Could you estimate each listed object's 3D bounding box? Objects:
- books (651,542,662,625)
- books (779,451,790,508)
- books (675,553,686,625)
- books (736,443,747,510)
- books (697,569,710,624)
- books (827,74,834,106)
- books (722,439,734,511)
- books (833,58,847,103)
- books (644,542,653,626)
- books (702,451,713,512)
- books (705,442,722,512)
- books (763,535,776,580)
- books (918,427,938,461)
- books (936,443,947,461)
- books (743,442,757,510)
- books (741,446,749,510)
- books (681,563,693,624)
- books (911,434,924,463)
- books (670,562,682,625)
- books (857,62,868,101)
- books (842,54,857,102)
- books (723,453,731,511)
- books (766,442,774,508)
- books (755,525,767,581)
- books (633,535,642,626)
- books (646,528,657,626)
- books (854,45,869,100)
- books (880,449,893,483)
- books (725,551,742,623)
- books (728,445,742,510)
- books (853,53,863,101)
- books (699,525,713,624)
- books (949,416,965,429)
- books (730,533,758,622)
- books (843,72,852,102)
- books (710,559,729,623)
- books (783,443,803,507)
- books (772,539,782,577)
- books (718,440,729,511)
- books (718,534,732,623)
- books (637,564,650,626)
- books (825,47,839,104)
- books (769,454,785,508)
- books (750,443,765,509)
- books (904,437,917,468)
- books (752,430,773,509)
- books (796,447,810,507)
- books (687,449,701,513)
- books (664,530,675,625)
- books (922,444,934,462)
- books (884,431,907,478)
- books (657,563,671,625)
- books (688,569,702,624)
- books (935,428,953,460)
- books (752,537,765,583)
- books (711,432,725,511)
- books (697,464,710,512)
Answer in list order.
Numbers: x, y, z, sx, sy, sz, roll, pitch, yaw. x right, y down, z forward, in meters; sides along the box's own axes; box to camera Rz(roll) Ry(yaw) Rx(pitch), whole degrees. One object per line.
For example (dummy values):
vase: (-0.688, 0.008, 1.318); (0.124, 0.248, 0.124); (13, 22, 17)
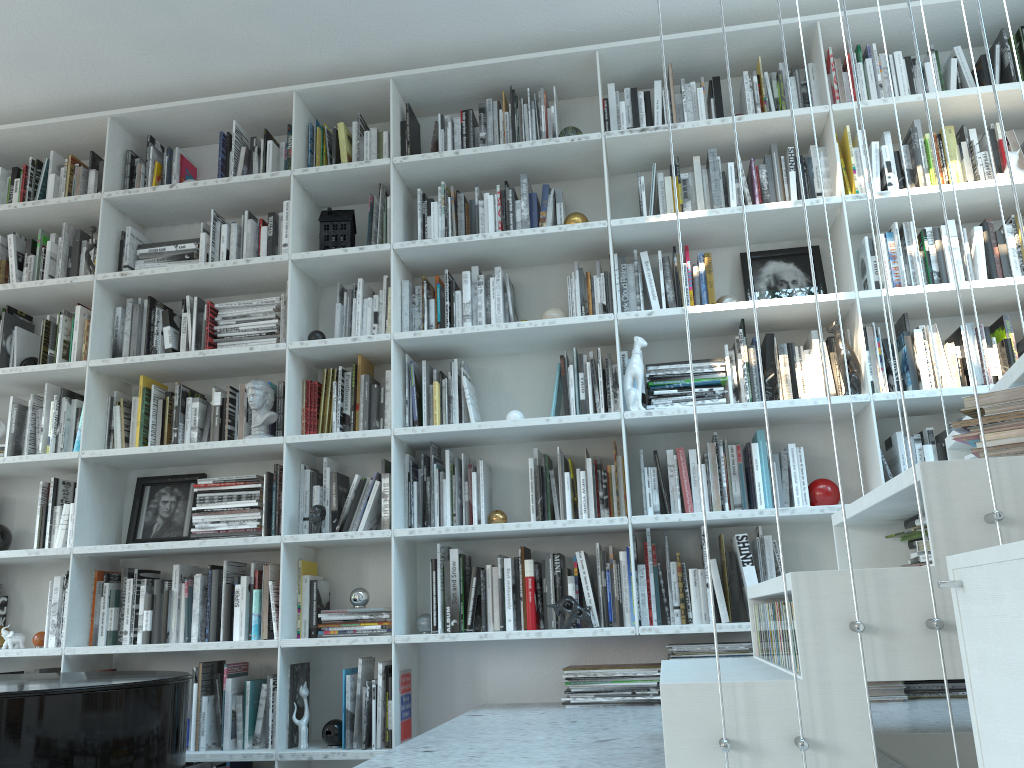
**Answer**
books: (0.517, 0.716, 3.177); (0.015, 0.286, 0.138); (-4, -15, 9)
books: (0.974, 0.359, 3.188); (0.037, 0.218, 0.140); (-4, -15, 9)
books: (0.598, 0.728, 3.148); (0.015, 0.243, 0.157); (-4, -15, 9)
books: (0.820, 0.350, 3.192); (0.014, 0.248, 0.177); (-4, -15, 9)
books: (0.674, 0.752, 3.135); (0.024, 0.184, 0.149); (-4, -15, 9)
books: (1.243, -1.087, 3.507); (0.027, 0.224, 0.135); (-4, -15, 9)
books: (0.784, 0.346, 3.216); (0.011, 0.271, 0.152); (-4, -15, 9)
books: (1.285, -1.118, 3.494); (0.022, 0.274, 0.160); (-4, -15, 9)
books: (0.491, 0.719, 3.183); (0.012, 0.285, 0.158); (-4, -15, 9)
books: (0.710, 0.372, 3.221); (0.012, 0.229, 0.179); (-4, -15, 9)
books: (0.726, 0.353, 3.199); (0.028, 0.254, 0.192); (-4, -15, 9)
books: (0.902, 0.682, 3.105); (0.025, 0.286, 0.160); (-4, -15, 9)
books: (1.472, 0.297, 3.122); (0.024, 0.266, 0.133); (-4, -15, 9)
books: (1.496, 0.322, 3.105); (0.025, 0.207, 0.149); (-4, -15, 9)
books: (0.862, 0.351, 3.211); (0.012, 0.253, 0.161); (-4, -15, 9)
books: (0.843, 0.360, 3.240); (0.017, 0.253, 0.079); (-4, -15, 9)
books: (0.620, 0.745, 3.152); (0.025, 0.209, 0.137); (-4, -15, 9)
books: (1.419, 0.310, 3.114); (0.022, 0.241, 0.151); (-4, -15, 9)
books: (0.582, 0.746, 3.157); (0.023, 0.213, 0.164); (-4, -15, 9)
books: (1.355, -1.105, 3.465); (0.022, 0.228, 0.175); (-4, -15, 9)
books: (1.326, -1.128, 3.486); (0.013, 0.285, 0.151); (-4, -15, 9)
books: (0.773, 0.372, 3.211); (0.011, 0.219, 0.150); (-4, -15, 9)
books: (0.920, 0.346, 3.197); (0.010, 0.251, 0.154); (-4, -15, 9)
books: (0.887, 0.670, 3.134); (0.012, 0.325, 0.136); (-4, -15, 9)
books: (0.449, 0.704, 3.169); (0.010, 0.311, 0.170); (-4, -15, 9)
books: (0.502, 0.692, 3.182); (0.014, 0.336, 0.132); (-4, -15, 9)
books: (1.374, -1.150, 3.496); (0.014, 0.330, 0.143); (-4, -15, 9)
books: (1.307, 0.305, 3.141); (0.085, 0.277, 0.160); (-4, -15, 9)
books: (0.775, 0.717, 3.126); (0.031, 0.239, 0.172); (-4, -15, 9)
books: (0.803, 0.358, 3.214); (0.026, 0.246, 0.166); (-4, -15, 9)
books: (1.337, -1.123, 3.469); (0.012, 0.268, 0.185); (-4, -15, 9)
books: (0.690, 0.678, 3.147); (0.014, 0.332, 0.169); (-4, -15, 9)
books: (1.582, 0.273, 3.104); (0.013, 0.296, 0.141); (-4, -15, 9)
books: (0.819, 0.678, 3.084); (0.075, 0.290, 0.255); (-4, -15, 9)
books: (1.311, -1.092, 3.495); (0.025, 0.222, 0.137); (-4, -15, 9)
books: (0.724, 0.731, 3.127); (0.052, 0.216, 0.185); (-4, -15, 9)
books: (1.003, 0.346, 3.176); (0.025, 0.235, 0.181); (-4, -15, 9)
books: (0.947, 0.688, 3.106); (0.062, 0.273, 0.148); (-4, -15, 9)
books: (0.758, 0.348, 3.199); (0.012, 0.261, 0.187); (-4, -15, 9)
books: (0.757, 0.692, 3.154); (0.010, 0.303, 0.132); (-4, -15, 9)
books: (0.469, 0.753, 3.157); (0.027, 0.207, 0.164); (-4, -15, 9)
books: (1.256, -1.138, 3.490); (0.011, 0.312, 0.173); (-4, -15, 9)
books: (0.939, 0.366, 3.176); (0.030, 0.200, 0.190); (-4, -15, 9)
books: (0.875, 0.348, 3.183); (0.023, 0.243, 0.190); (-4, -15, 9)
books: (1.390, 0.315, 3.117); (0.037, 0.235, 0.153); (-4, -15, 9)
books: (0.899, 0.325, 3.189); (0.026, 0.289, 0.181); (-4, -15, 9)
books: (1.028, 0.350, 3.172); (0.027, 0.222, 0.170); (-4, -15, 9)
books: (0.664, 0.372, 3.231); (0.026, 0.238, 0.177); (-4, -15, 9)
books: (0.564, 0.696, 3.185); (0.013, 0.326, 0.131); (-4, -15, 9)
books: (1.444, 0.326, 3.100); (0.029, 0.201, 0.173); (-4, -15, 9)
books: (1.359, 0.308, 3.116); (0.024, 0.251, 0.176); (-4, -15, 9)
books: (0.544, 0.753, 3.175); (0.033, 0.213, 0.140); (-4, -15, 9)
books: (0.648, 0.754, 3.146); (0.030, 0.187, 0.140); (-4, -15, 9)
books: (1.517, 0.294, 3.081); (0.027, 0.248, 0.184); (-4, -15, 9)
books: (0.875, 0.690, 3.125); (0.012, 0.284, 0.160); (-4, -15, 9)
books: (0.748, 0.335, 3.222); (0.013, 0.298, 0.148); (-4, -15, 9)
books: (0.690, 0.394, 3.209); (0.027, 0.181, 0.186); (-4, -15, 9)
